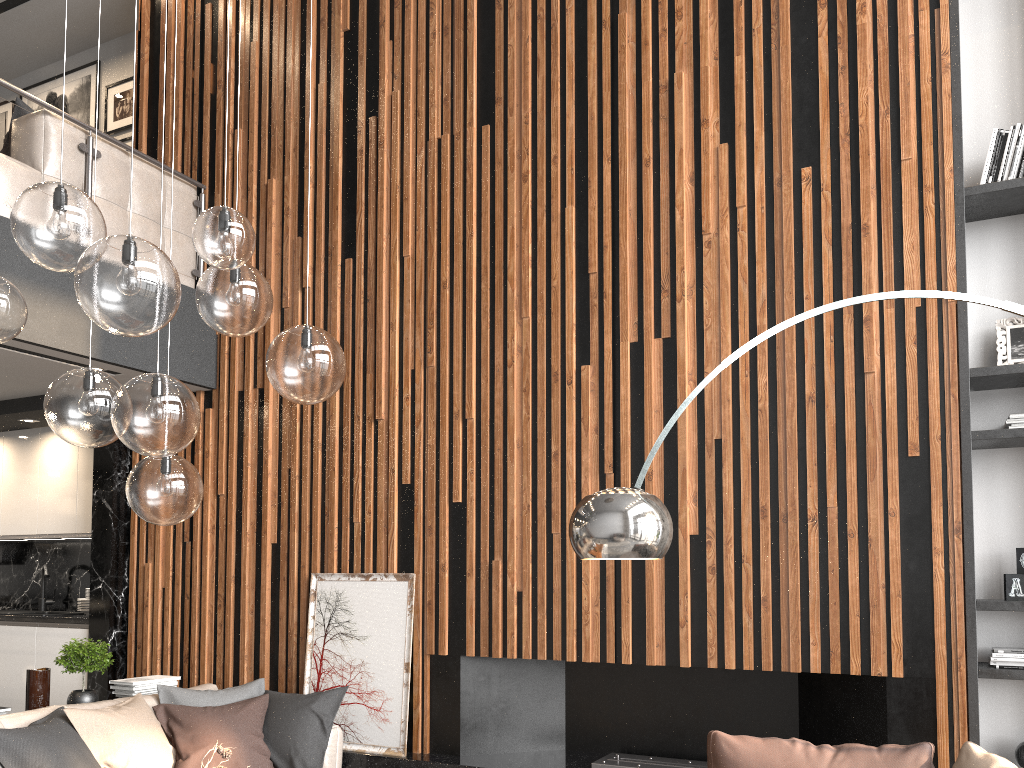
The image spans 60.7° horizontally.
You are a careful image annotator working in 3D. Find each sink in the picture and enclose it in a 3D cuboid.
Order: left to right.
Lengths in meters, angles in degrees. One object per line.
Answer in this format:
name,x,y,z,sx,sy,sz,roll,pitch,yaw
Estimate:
sink,-3.734,1.655,6.730,1.116,0.540,0.505,-5,-9,26

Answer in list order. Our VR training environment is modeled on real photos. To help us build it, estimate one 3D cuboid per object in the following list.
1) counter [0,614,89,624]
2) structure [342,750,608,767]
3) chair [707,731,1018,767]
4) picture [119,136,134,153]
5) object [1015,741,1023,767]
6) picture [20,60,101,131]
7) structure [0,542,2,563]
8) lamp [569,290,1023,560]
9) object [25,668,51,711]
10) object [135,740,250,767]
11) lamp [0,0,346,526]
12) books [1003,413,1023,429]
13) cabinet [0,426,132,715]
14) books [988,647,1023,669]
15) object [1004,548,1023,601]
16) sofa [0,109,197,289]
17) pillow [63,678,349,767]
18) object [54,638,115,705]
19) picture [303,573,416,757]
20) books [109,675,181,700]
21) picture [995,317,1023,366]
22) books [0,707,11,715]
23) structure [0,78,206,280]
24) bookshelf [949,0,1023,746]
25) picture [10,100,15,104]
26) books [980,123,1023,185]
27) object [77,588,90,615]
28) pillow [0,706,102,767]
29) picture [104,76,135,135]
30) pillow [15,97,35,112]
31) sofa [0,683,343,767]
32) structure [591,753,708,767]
counter,-4.254,1.832,6.966,3.467,0.039,0.621,-6,-14,26
structure,0.372,2.215,4.575,6.551,0.452,0.678,-6,-11,26
chair,0.950,1.535,2.464,1.491,0.886,1.462,7,-12,-36
picture,-2.974,-1.623,6.844,0.647,0.634,0.025,-4,-5,27
object,2.271,1.627,3.819,0.134,0.131,0.138,-1,-8,6
picture,-3.781,-2.251,7.288,0.994,0.647,0.025,-5,-5,27
structure,-4.593,0.993,7.301,0.740,1.017,0.418,-3,-6,27
lamp,1.190,0.857,2.635,2.032,2.306,0.323,0,-3,3
object,-2.420,1.586,4.467,0.109,0.264,0.110,-3,-5,32
object,-0.952,1.353,2.569,0.317,0.594,0.552,0,-7,-3
lamp,-1.016,-2.082,2.617,1.233,4.932,1.242,-2,-4,24
books,2.289,0.182,3.895,0.175,0.071,0.333,-5,-13,25
cabinet,-5.053,1.064,5.717,6.221,3.201,3.676,-5,-10,26
books,2.264,1.200,3.823,0.323,0.077,0.222,-6,-13,26
object,2.280,0.841,3.869,0.189,0.232,0.060,-3,-5,25
sofa,-3.534,-1.048,5.259,2.294,0.770,2.316,-6,-13,26
pillow,-1.554,1.837,4.482,1.392,0.539,0.771,7,-12,-33
object,-2.307,1.568,4.707,0.310,0.403,0.276,2,-6,-13
picture,-0.880,1.574,4.978,0.731,0.986,0.102,-3,-4,27
books,-2.100,1.763,5.014,0.200,0.148,0.338,-5,-12,27
picture,2.314,-0.179,3.962,0.217,0.268,0.115,-4,-6,28
books,-2.591,1.599,4.146,0.205,0.097,0.331,-5,-13,26
structure,-4.431,-1.181,4.581,3.386,0.728,4.295,-6,-13,26
bookshelf,2.707,-0.846,3.741,1.462,5.246,0.341,-2,-4,27
picture,-4.690,-1.917,7.731,0.874,0.981,0.025,-4,-5,27
books,2.298,-1.018,3.934,0.368,0.295,0.188,-4,-7,27
object,-3.051,1.611,6.483,0.306,0.192,0.305,-5,-11,29
pillow,-2.269,1.570,3.291,0.544,0.490,1.975,-4,-12,25
picture,-3.036,-2.211,6.912,0.506,0.406,0.025,-4,-5,27
pillow,-3.015,-1.210,5.573,0.765,0.539,1.404,6,-13,-32
sofa,-1.669,1.776,3.402,1.881,0.805,3.300,-5,-13,26
structure,0.790,1.963,4.451,0.713,0.101,0.304,-6,-13,26
